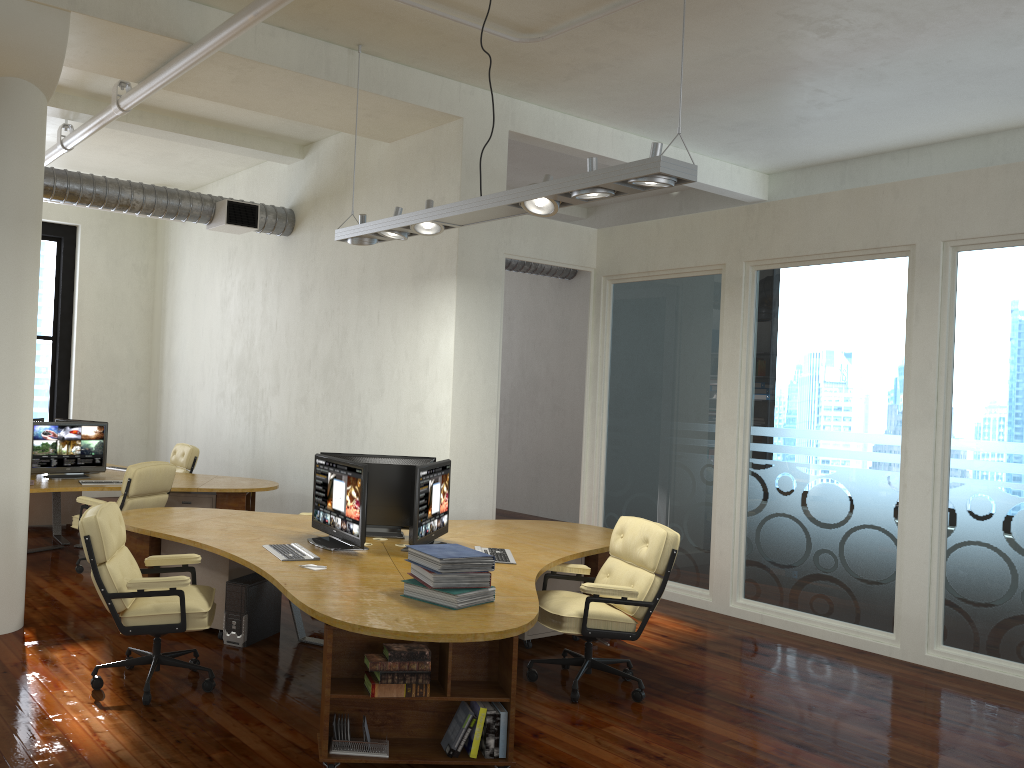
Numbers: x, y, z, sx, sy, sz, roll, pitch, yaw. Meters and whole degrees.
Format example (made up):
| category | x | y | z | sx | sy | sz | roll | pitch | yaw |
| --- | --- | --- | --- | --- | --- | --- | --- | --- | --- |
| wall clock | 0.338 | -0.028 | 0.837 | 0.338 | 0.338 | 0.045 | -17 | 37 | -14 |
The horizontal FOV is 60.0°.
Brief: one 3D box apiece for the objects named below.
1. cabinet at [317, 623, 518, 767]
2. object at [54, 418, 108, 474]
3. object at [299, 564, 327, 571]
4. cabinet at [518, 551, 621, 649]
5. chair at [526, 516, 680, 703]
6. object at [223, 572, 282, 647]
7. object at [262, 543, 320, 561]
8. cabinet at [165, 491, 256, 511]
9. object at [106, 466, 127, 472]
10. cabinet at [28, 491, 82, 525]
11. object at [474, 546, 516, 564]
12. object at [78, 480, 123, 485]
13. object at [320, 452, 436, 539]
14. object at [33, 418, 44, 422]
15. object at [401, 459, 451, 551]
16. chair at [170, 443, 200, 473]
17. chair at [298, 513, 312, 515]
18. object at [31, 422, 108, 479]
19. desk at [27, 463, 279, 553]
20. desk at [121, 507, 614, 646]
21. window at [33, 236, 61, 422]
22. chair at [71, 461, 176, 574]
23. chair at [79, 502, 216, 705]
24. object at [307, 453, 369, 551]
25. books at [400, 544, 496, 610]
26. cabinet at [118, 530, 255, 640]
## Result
| category | x | y | z | sx | sy | sz | roll | pitch | yaw |
| --- | --- | --- | --- | --- | --- | --- | --- | --- | --- |
| cabinet | -0.520 | 1.421 | 4.392 | 0.867 | 0.709 | 0.910 | 3 | -1 | -9 |
| object | -4.586 | 0.658 | 9.417 | 0.878 | 0.552 | 0.266 | 2 | -1 | 28 |
| object | -1.104 | 1.011 | 4.909 | 0.148 | 0.015 | 0.100 | 2 | -1 | 39 |
| cabinet | 0.187 | 1.485 | 6.592 | 0.806 | 0.709 | 0.970 | 3 | -1 | -39 |
| chair | 0.510 | 1.324 | 5.391 | 0.751 | 1.021 | 0.745 | 3 | -1 | -14 |
| object | -1.785 | 1.541 | 6.112 | 0.193 | 0.411 | 0.446 | 2 | -1 | 18 |
| object | -1.331 | 1.006 | 5.325 | 0.213 | 0.016 | 0.509 | 3 | -1 | -27 |
| cabinet | -3.113 | 1.379 | 9.058 | 0.887 | 0.709 | 0.890 | 2 | -1 | -4 |
| object | -4.360 | 0.943 | 9.875 | 0.520 | 0.016 | 0.208 | 2 | -1 | 32 |
| cabinet | -5.470 | 1.297 | 10.393 | 0.808 | 0.709 | 0.969 | 3 | -1 | -34 |
| object | -0.109 | 1.062 | 5.519 | 0.231 | 0.016 | 0.472 | 3 | -1 | -3 |
| object | -3.891 | 0.942 | 8.488 | 0.439 | 0.016 | 0.247 | 3 | -1 | -27 |
| object | -0.943 | 0.767 | 6.168 | 0.809 | 0.552 | 0.290 | 2 | 0 | 0 |
| object | -5.012 | 0.635 | 9.126 | 0.292 | 0.552 | 0.803 | 2 | -1 | -4 |
| object | -0.505 | 0.779 | 5.686 | 0.307 | 0.552 | 0.763 | 2 | -1 | 12 |
| chair | -4.102 | 1.198 | 10.312 | 0.712 | 1.021 | 0.781 | 3 | -1 | -34 |
| chair | -1.388 | 1.272 | 7.426 | 0.770 | 1.021 | 0.724 | 2 | -1 | 21 |
| object | -4.413 | 0.656 | 8.828 | 0.730 | 0.552 | 0.320 | 3 | -1 | -44 |
| desk | -4.808 | 1.293 | 9.465 | 3.554 | 0.734 | 3.814 | 3 | -1 | -33 |
| desk | -1.249 | 1.395 | 5.998 | 3.771 | 0.734 | 3.603 | 2 | -1 | 21 |
| window | 6.658 | 0.759 | 0.962 | 51.471 | 14.080 | 65.696 | 2 | -1 | 34 |
| chair | -3.527 | 1.188 | 8.031 | 0.839 | 1.021 | 0.665 | 2 | -1 | 21 |
| chair | -2.056 | 1.208 | 5.069 | 0.764 | 1.021 | 0.733 | 3 | -1 | -9 |
| object | -1.118 | 0.752 | 5.673 | 0.268 | 0.552 | 0.874 | 3 | -1 | -32 |
| books | -0.317 | 0.931 | 4.328 | 0.383 | 0.227 | 0.495 | 3 | -1 | -28 |
| cabinet | -2.269 | 1.377 | 6.486 | 0.956 | 0.709 | 0.821 | 2 | -1 | 21 |
